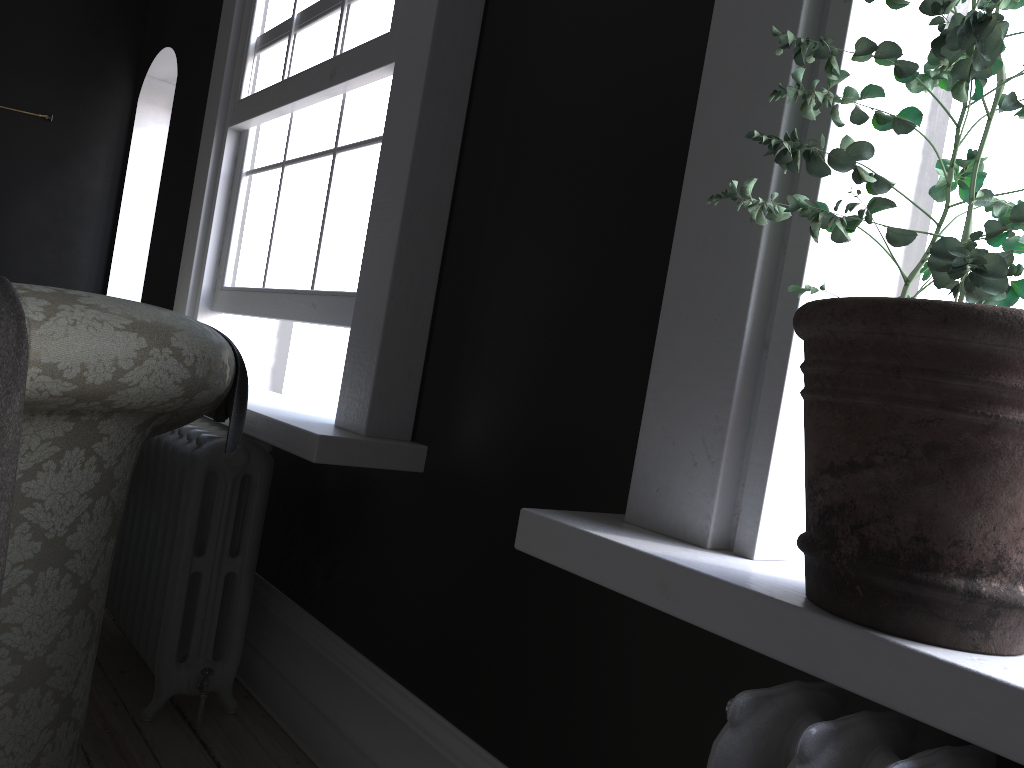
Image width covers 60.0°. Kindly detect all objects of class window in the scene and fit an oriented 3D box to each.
[{"bbox_3d":[-0.639,-1.117,2.955,0.056,1.672,1.260,9,1,-37],"label":"window"}]

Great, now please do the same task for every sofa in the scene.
[{"bbox_3d":[-1.617,0.275,2.507,1.608,1.161,2.808,9,0,-36],"label":"sofa"}]

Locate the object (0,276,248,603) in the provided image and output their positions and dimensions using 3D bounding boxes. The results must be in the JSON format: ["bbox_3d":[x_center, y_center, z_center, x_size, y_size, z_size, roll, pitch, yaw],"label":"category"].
[{"bbox_3d":[-0.925,0.104,1.790,0.516,0.585,1.368,10,0,13],"label":"object"}]

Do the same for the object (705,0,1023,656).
[{"bbox_3d":[0.513,-0.293,0.999,0.505,1.134,0.474,10,1,3],"label":"object"}]

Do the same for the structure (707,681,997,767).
[{"bbox_3d":[0.535,0.806,0.634,0.276,0.849,1.139,9,1,-37],"label":"structure"}]

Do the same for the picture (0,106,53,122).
[{"bbox_3d":[-4.477,-1.468,3.782,4.464,0.771,0.057,10,1,-37],"label":"picture"}]
